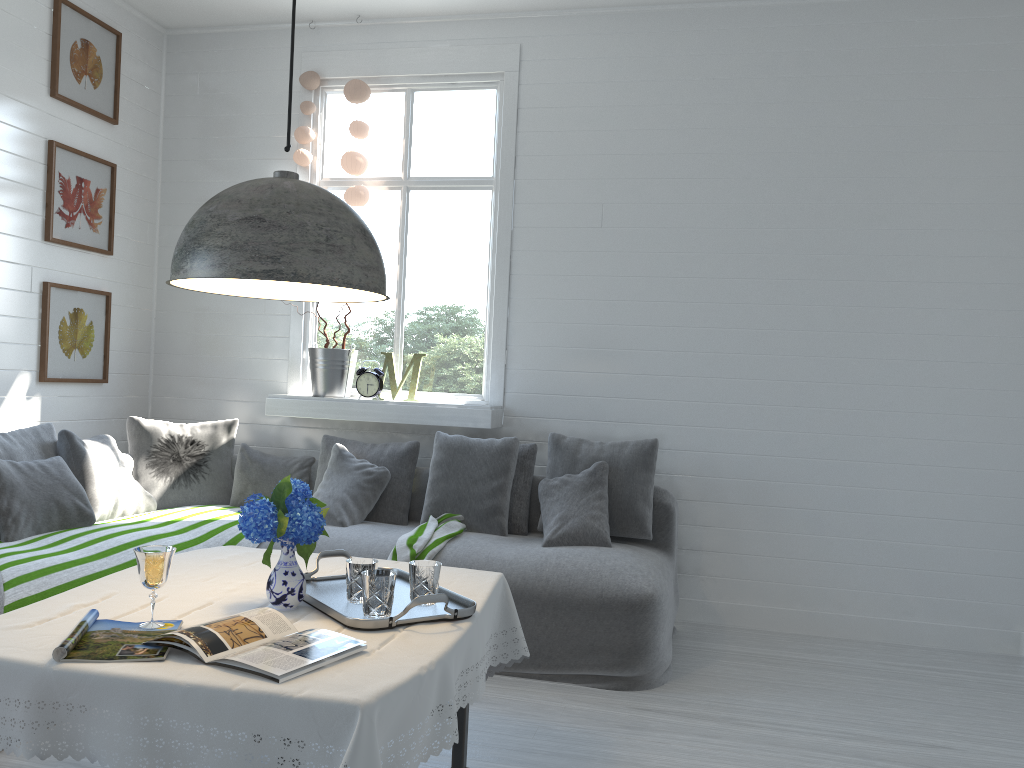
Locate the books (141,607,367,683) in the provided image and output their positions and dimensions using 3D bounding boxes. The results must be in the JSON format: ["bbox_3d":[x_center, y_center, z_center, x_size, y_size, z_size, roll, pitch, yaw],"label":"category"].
[{"bbox_3d":[-0.600,0.594,2.076,0.422,0.049,0.300,3,0,28],"label":"books"}]

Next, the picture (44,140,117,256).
[{"bbox_3d":[-2.604,-1.111,5.375,0.036,0.580,0.555,3,1,13],"label":"picture"}]

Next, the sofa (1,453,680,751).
[{"bbox_3d":[-1.041,0.920,3.871,3.407,0.899,3.394,3,0,13],"label":"sofa"}]

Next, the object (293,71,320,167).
[{"bbox_3d":[-1.357,-1.504,5.816,0.153,1.089,0.150,3,1,-12],"label":"object"}]

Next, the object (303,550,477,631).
[{"bbox_3d":[-0.396,0.589,2.590,0.399,0.092,0.651,3,0,-35],"label":"object"}]

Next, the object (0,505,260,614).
[{"bbox_3d":[-1.988,0.948,3.925,1.043,0.473,3.164,3,0,13],"label":"object"}]

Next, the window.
[{"bbox_3d":[-0.747,-0.961,5.625,1.482,2.399,0.378,3,1,13],"label":"window"}]

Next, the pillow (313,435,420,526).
[{"bbox_3d":[-0.891,0.585,5.316,0.639,0.522,0.278,3,1,13],"label":"pillow"}]

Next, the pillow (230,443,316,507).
[{"bbox_3d":[-1.451,0.596,5.448,0.495,0.438,0.280,3,1,15],"label":"pillow"}]

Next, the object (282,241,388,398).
[{"bbox_3d":[-1.147,-0.382,5.400,0.635,0.936,0.847,2,1,-30],"label":"object"}]

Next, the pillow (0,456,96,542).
[{"bbox_3d":[-2.314,0.546,4.267,0.277,0.445,0.528,3,1,28],"label":"pillow"}]

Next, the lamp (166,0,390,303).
[{"bbox_3d":[-0.593,-1.277,2.451,0.601,2.045,0.600,2,1,-16],"label":"lamp"}]

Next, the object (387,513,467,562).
[{"bbox_3d":[-0.628,0.915,4.474,0.622,0.833,1.581,3,0,38],"label":"object"}]

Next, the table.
[{"bbox_3d":[-0.702,0.972,2.548,1.327,0.725,1.670,3,0,14],"label":"table"}]

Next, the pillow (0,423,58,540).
[{"bbox_3d":[-2.430,0.485,4.368,0.278,0.561,0.639,3,0,14],"label":"pillow"}]

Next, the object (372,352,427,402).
[{"bbox_3d":[-0.714,-0.043,5.639,0.330,0.311,0.052,3,1,3],"label":"object"}]

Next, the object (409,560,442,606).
[{"bbox_3d":[-0.252,0.572,2.549,0.095,0.119,0.095,3,1,37],"label":"object"}]

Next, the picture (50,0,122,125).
[{"bbox_3d":[-2.564,-1.939,5.360,0.036,0.580,0.555,3,1,13],"label":"picture"}]

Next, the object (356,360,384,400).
[{"bbox_3d":[-0.890,-0.023,5.552,0.182,0.250,0.075,3,1,13],"label":"object"}]

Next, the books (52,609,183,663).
[{"bbox_3d":[-0.909,0.585,2.074,0.229,0.043,0.300,3,0,-13],"label":"books"}]

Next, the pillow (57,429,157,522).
[{"bbox_3d":[-2.260,0.498,4.850,0.344,0.526,0.616,3,0,12],"label":"pillow"}]

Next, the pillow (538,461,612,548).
[{"bbox_3d":[0.338,0.648,4.766,0.380,0.463,0.416,3,1,-2],"label":"pillow"}]

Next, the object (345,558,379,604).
[{"bbox_3d":[-0.431,0.564,2.538,0.095,0.119,0.095,3,1,-3],"label":"object"}]

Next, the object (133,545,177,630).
[{"bbox_3d":[-0.881,0.500,2.179,0.098,0.192,0.098,3,1,33],"label":"object"}]

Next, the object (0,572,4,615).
[{"bbox_3d":[-2.331,0.864,2.884,1.213,0.925,1.683,2,0,-36],"label":"object"}]

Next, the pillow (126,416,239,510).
[{"bbox_3d":[-1.988,0.488,5.429,0.639,0.561,0.395,2,1,-37],"label":"pillow"}]

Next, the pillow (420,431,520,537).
[{"bbox_3d":[-0.235,0.570,5.027,0.509,0.573,0.296,3,1,13],"label":"pillow"}]

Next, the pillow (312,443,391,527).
[{"bbox_3d":[-0.965,0.586,5.067,0.380,0.463,0.416,3,1,28],"label":"pillow"}]

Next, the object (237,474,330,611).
[{"bbox_3d":[-0.634,0.436,2.475,0.265,0.377,0.236,3,1,15],"label":"object"}]

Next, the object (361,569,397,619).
[{"bbox_3d":[-0.361,0.567,2.392,0.095,0.119,0.095,3,1,37],"label":"object"}]

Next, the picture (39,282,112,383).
[{"bbox_3d":[-2.643,-0.298,5.389,0.036,0.580,0.555,3,1,13],"label":"picture"}]

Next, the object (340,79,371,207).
[{"bbox_3d":[-1.015,-1.239,5.690,0.197,1.427,0.200,2,1,-37],"label":"object"}]

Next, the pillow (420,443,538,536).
[{"bbox_3d":[-0.193,0.590,5.166,0.641,0.521,0.280,3,1,13],"label":"pillow"}]

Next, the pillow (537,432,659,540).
[{"bbox_3d":[0.487,0.570,4.997,0.639,0.561,0.278,3,1,13],"label":"pillow"}]
